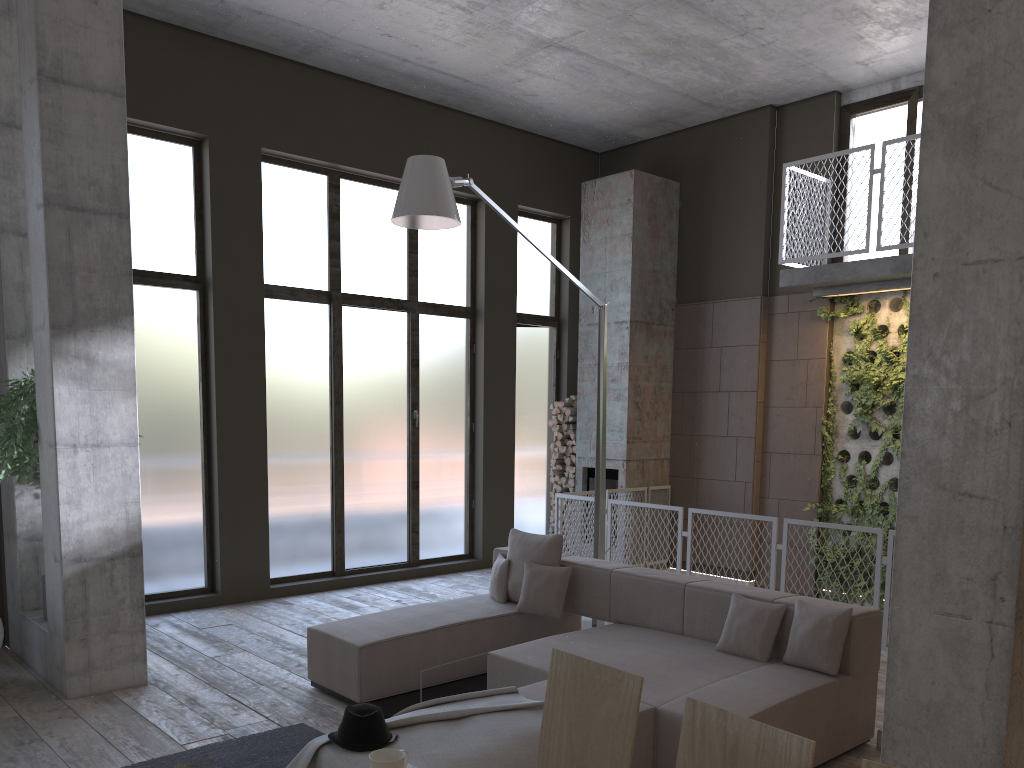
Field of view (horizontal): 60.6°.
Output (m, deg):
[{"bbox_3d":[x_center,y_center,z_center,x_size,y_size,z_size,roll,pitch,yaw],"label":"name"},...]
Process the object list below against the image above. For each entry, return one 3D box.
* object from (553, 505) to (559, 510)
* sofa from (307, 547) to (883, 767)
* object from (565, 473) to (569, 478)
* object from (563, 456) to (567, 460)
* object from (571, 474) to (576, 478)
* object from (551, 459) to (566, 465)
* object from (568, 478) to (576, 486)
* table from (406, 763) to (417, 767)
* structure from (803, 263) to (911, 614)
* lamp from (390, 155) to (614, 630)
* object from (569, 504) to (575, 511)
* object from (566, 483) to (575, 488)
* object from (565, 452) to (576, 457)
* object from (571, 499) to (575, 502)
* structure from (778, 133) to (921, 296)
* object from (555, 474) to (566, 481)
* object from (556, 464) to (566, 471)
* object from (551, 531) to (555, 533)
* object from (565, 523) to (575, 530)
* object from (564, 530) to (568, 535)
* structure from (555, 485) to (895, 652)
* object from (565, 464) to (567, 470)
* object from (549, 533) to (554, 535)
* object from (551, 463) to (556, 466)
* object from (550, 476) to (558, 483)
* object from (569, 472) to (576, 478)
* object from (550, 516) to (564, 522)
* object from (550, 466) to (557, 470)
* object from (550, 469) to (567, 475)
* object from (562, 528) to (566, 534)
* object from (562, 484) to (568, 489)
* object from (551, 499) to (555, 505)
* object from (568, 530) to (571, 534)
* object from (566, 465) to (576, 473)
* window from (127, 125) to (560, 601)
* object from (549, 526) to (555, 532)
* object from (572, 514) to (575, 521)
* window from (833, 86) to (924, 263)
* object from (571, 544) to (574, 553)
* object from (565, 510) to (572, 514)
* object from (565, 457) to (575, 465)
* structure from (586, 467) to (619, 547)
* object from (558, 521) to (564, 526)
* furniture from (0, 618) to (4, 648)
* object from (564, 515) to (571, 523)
[{"bbox_3d":[0.671,1.593,11.215,0.363,0.119,0.069,2,3,-42],"label":"object"},{"bbox_3d":[-0.035,1.620,5.064,3.004,0.794,2.983,2,-2,-42],"label":"sofa"},{"bbox_3d":[0.827,1.130,10.945,0.421,0.068,0.067,2,1,-41],"label":"object"},{"bbox_3d":[0.787,0.913,10.951,0.358,0.075,0.064,2,2,-40],"label":"object"},{"bbox_3d":[0.834,1.128,10.778,0.250,0.048,0.062,2,0,-43],"label":"object"},{"bbox_3d":[0.689,0.976,11.056,0.454,0.090,0.090,2,1,-40],"label":"object"},{"bbox_3d":[0.828,1.204,10.793,0.292,0.104,0.100,2,1,-43],"label":"object"},{"bbox_3d":[1.032,1.432,0.277,1.008,0.932,5.163,-1,0,-42],"label":"table"},{"bbox_3d":[3.972,0.648,8.291,1.000,3.869,2.608,-5,7,-42],"label":"structure"},{"bbox_3d":[0.204,0.354,6.494,0.751,3.467,2.612,5,6,36],"label":"lamp"},{"bbox_3d":[0.905,1.515,10.896,0.478,0.084,0.093,2,1,-41],"label":"object"},{"bbox_3d":[0.841,1.254,10.920,0.362,0.068,0.121,2,-1,-41],"label":"object"},{"bbox_3d":[0.808,0.872,10.884,0.331,0.057,0.088,2,0,-41],"label":"object"},{"bbox_3d":[0.919,1.436,10.908,0.434,0.080,0.114,2,0,-42],"label":"object"},{"bbox_3d":[3.538,0.029,7.047,3.024,4.368,3.659,-3,5,-42],"label":"structure"},{"bbox_3d":[0.733,1.177,11.080,0.454,0.090,0.090,2,1,-41],"label":"object"},{"bbox_3d":[0.750,1.049,11.055,0.434,0.080,0.114,2,0,-41],"label":"object"},{"bbox_3d":[0.665,1.860,11.194,0.424,0.086,0.066,2,2,-39],"label":"object"},{"bbox_3d":[0.849,1.770,10.997,0.436,0.094,0.092,2,1,-41],"label":"object"},{"bbox_3d":[0.818,1.851,11.029,0.421,0.068,0.067,2,1,-41],"label":"object"},{"bbox_3d":[2.640,1.625,8.328,1.921,0.944,4.407,1,-1,-42],"label":"structure"},{"bbox_3d":[0.826,1.035,10.986,0.362,0.087,0.100,2,1,-41],"label":"object"},{"bbox_3d":[0.663,1.929,11.229,0.436,0.093,0.091,2,1,-41],"label":"object"},{"bbox_3d":[0.671,0.997,11.122,0.422,0.072,0.067,2,1,-41],"label":"object"},{"bbox_3d":[0.672,1.207,11.145,0.436,0.093,0.091,2,1,-41],"label":"object"},{"bbox_3d":[0.881,1.127,10.885,0.421,0.068,0.067,2,1,-41],"label":"object"},{"bbox_3d":[0.680,1.697,11.140,0.454,0.090,0.090,2,1,-40],"label":"object"},{"bbox_3d":[0.656,1.065,11.105,0.362,0.068,0.121,2,-1,-43],"label":"object"},{"bbox_3d":[0.652,1.102,11.006,0.421,0.073,0.071,2,1,-41],"label":"object"},{"bbox_3d":[0.767,1.842,11.083,0.478,0.084,0.093,2,1,-41],"label":"object"},{"bbox_3d":[0.776,1.270,10.999,0.358,0.075,0.064,2,1,-43],"label":"object"},{"bbox_3d":[0.673,1.491,11.186,0.435,0.108,0.079,2,2,-42],"label":"object"},{"bbox_3d":[0.872,1.848,10.969,0.421,0.068,0.067,2,1,-41],"label":"object"},{"bbox_3d":[0.858,1.049,10.913,0.436,0.094,0.092,2,1,-41],"label":"object"},{"bbox_3d":[-2.819,-0.100,8.134,9.180,4.220,0.207,1,5,-43],"label":"window"},{"bbox_3d":[0.643,1.824,11.090,0.421,0.073,0.071,2,1,-41],"label":"object"},{"bbox_3d":[0.891,1.627,10.872,0.363,0.127,0.063,1,3,-40],"label":"object"},{"bbox_3d":[4.575,-1.973,7.757,0.109,1.768,3.549,-5,4,-42],"label":"window"},{"bbox_3d":[0.886,2.032,10.919,0.363,0.127,0.063,1,3,-40],"label":"object"},{"bbox_3d":[0.800,1.593,10.968,0.331,0.057,0.088,2,0,-41],"label":"object"},{"bbox_3d":[0.788,0.947,10.869,0.293,0.108,0.098,1,2,-42],"label":"object"},{"bbox_3d":[1.120,1.463,10.477,0.056,0.939,0.571,-5,7,-42],"label":"structure"},{"bbox_3d":[0.741,1.770,11.139,0.434,0.080,0.114,2,0,-41],"label":"object"},{"bbox_3d":[-4.115,1.755,5.292,1.793,0.820,1.617,1,0,-4],"label":"furniture"},{"bbox_3d":[0.779,1.668,10.953,0.293,0.108,0.098,1,2,-42],"label":"object"}]
